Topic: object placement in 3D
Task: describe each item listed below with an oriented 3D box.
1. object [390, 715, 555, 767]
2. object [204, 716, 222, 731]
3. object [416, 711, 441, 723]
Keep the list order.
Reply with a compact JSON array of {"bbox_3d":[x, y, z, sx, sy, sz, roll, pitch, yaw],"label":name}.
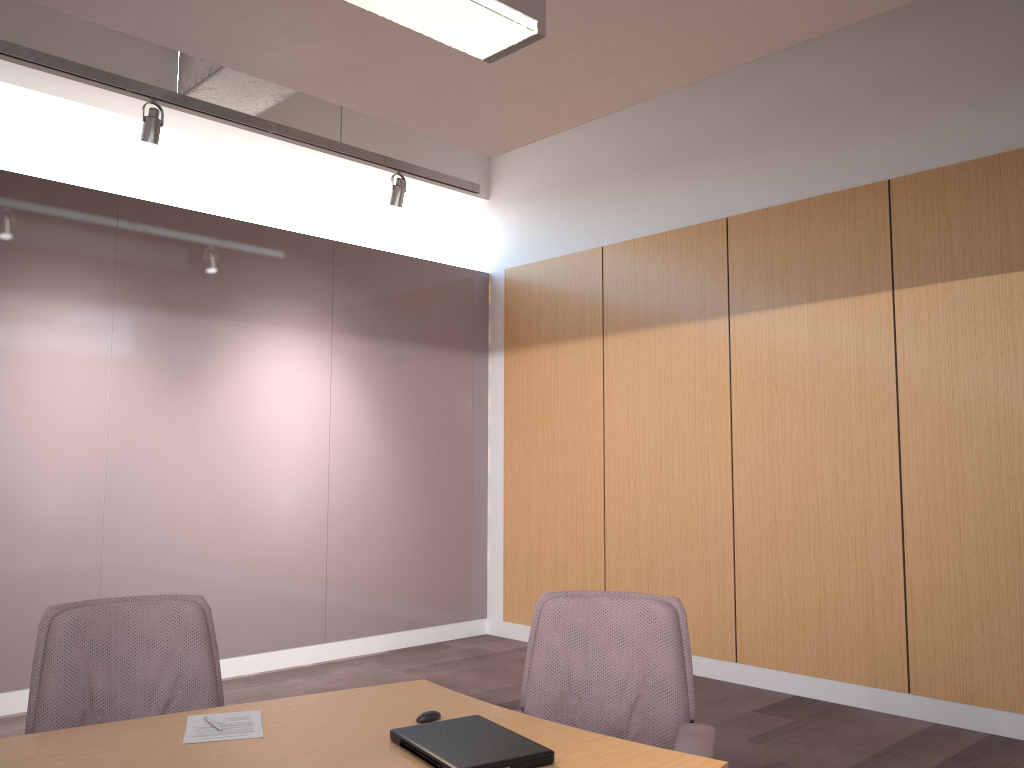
[{"bbox_3d":[-0.092,0.767,1.881,0.231,0.026,0.325,4,-7,-31],"label":"object"},{"bbox_3d":[-0.700,0.791,2.073,0.009,0.009,0.125,4,-7,-36],"label":"object"},{"bbox_3d":[-0.200,0.793,2.117,0.039,0.019,0.070,-4,-7,40],"label":"object"}]
